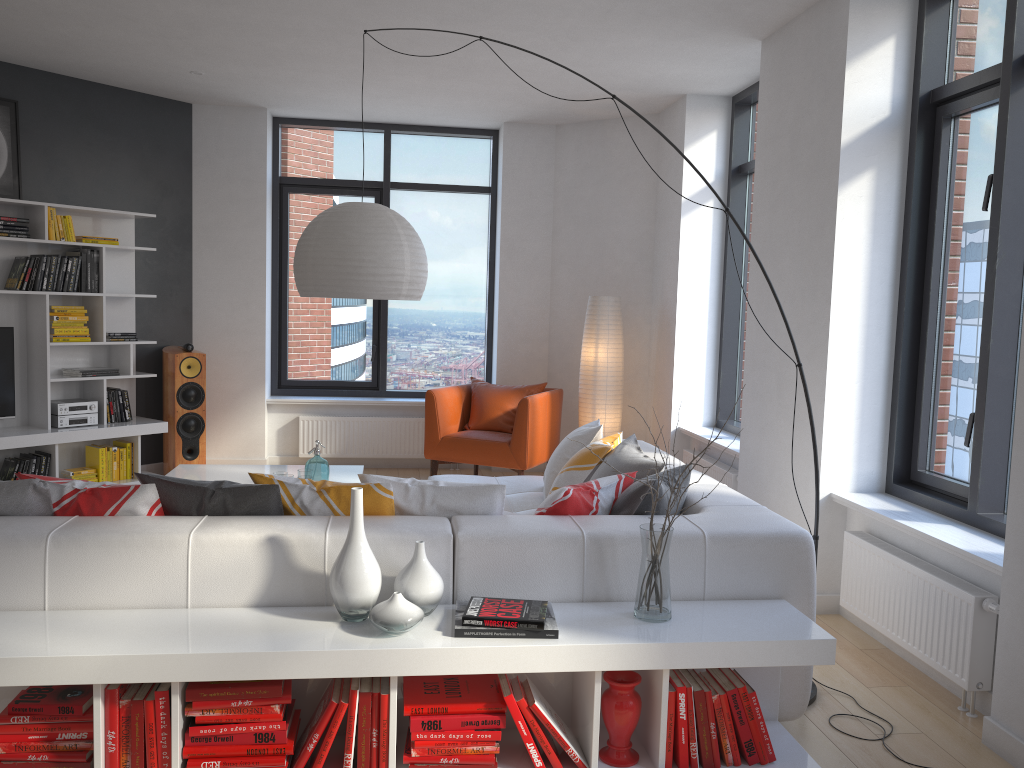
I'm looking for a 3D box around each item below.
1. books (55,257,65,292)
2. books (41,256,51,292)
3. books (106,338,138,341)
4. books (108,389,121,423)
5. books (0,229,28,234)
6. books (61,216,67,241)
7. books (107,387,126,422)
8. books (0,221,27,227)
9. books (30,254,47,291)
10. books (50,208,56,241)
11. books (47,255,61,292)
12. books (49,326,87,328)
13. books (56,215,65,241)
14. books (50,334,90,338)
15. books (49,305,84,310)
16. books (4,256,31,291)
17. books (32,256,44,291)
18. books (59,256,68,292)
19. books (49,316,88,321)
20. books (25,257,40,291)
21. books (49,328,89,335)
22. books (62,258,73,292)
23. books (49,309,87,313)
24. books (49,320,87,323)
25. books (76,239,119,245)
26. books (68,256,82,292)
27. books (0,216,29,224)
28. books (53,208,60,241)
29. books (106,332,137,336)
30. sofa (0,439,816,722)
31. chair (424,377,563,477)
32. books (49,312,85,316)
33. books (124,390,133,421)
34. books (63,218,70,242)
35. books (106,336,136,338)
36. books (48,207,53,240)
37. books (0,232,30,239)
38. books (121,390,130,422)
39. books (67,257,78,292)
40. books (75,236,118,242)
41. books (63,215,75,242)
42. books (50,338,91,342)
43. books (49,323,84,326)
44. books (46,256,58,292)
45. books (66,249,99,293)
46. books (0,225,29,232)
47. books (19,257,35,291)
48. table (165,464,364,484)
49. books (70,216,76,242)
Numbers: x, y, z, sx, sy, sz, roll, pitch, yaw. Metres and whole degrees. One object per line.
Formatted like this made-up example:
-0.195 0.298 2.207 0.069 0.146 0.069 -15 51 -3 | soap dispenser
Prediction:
-3.196 -0.764 6.206 0.172 0.242 0.069 6 6 38 | books
-3.270 -0.761 6.146 0.179 0.243 0.068 5 6 36 | books
-2.930 -0.333 6.608 0.161 0.023 0.213 6 7 40 | books
-2.983 0.161 6.615 0.169 0.242 0.050 6 6 36 | books
-3.426 -1.021 5.945 0.189 0.020 0.264 5 6 35 | books
-3.155 -1.083 6.186 0.128 0.178 0.044 6 6 37 | books
-2.975 0.154 6.644 0.193 0.255 0.066 6 6 36 | books
-3.415 -1.074 5.942 0.180 0.026 0.246 6 7 39 | books
-3.291 -0.767 6.128 0.192 0.254 0.075 5 6 36 | books
-3.219 -1.103 6.132 0.163 0.224 0.041 5 6 35 | books
-3.231 -0.775 6.205 0.197 0.260 0.066 6 6 37 | books
-3.207 -0.409 6.348 0.189 0.014 0.251 6 7 40 | books
-3.172 -1.083 6.175 0.132 0.180 0.054 6 6 37 | books
-3.193 -0.346 6.344 0.203 0.024 0.257 6 7 40 | books
-3.213 -0.548 6.350 0.163 0.023 0.223 6 7 41 | books
-3.362 -0.751 6.028 0.182 0.234 0.104 6 6 37 | books
-3.284 -0.757 6.094 0.172 0.242 0.069 6 6 38 | books
-3.202 -0.774 6.239 0.192 0.254 0.075 5 6 36 | books
-3.194 -0.472 6.350 0.176 0.033 0.239 6 7 40 | books
-3.315 -0.753 6.075 0.169 0.233 0.081 5 6 36 | books
-3.195 -0.380 6.344 0.189 0.042 0.243 6 6 37 | books
-3.176 -0.770 6.253 0.179 0.243 0.071 5 6 36 | books
-3.190 -0.523 6.346 0.163 0.023 0.223 6 7 41 | books
-3.202 -0.446 6.346 0.171 0.019 0.239 6 6 37 | books
-3.025 -1.025 6.438 0.194 0.028 0.257 6 7 42 | books
-3.142 -0.782 6.317 0.197 0.260 0.066 6 6 37 | books
-3.425 -1.102 5.944 0.209 0.030 0.266 5 6 30 | books
-3.208 -1.105 6.161 0.164 0.224 0.054 5 6 36 | books
-2.942 -0.372 6.617 0.161 0.023 0.213 6 7 40 | books
-0.808 0.708 4.069 3.424 0.732 2.614 1 5 -8 | sofa
-0.112 0.405 7.008 0.896 0.858 0.843 4 6 24 | chair
-3.198 -0.500 6.344 0.227 0.022 0.160 -2 6 -37 | books
-2.956 0.158 6.710 0.179 0.233 0.077 6 6 37 | books
-3.135 -1.073 6.195 0.108 0.161 0.046 5 6 36 | books
-2.933 -0.352 6.608 0.142 0.015 0.198 5 6 35 | books
-3.218 -1.102 6.102 0.161 0.229 0.041 5 6 36 | books
-3.423 -0.996 5.947 0.214 0.030 0.284 6 7 40 | books
-2.950 0.158 6.664 0.177 0.242 0.066 6 6 37 | books
-3.162 -0.776 6.290 0.191 0.249 0.084 6 6 37 | books
-3.033 -1.051 6.438 0.203 0.024 0.257 6 7 40 | books
-3.131 -1.088 6.221 0.141 0.184 0.064 6 6 38 | books
-3.186 -0.320 6.343 0.194 0.028 0.257 6 7 42 | books
-3.196 -0.424 6.327 0.145 0.023 0.217 6 7 41 | books
-3.251 -0.769 6.178 0.191 0.249 0.084 6 6 37 | books
-3.105 -0.815 6.408 0.259 0.321 0.128 6 6 37 | books
-3.439 -1.048 5.958 0.214 0.030 0.284 6 7 40 | books
-3.345 -0.752 6.058 0.187 0.234 0.096 6 6 37 | books
-1.386 0.757 4.869 1.091 0.435 1.091 1 5 -8 | table
-3.124 -1.090 6.245 0.142 0.184 0.044 6 6 38 | books
